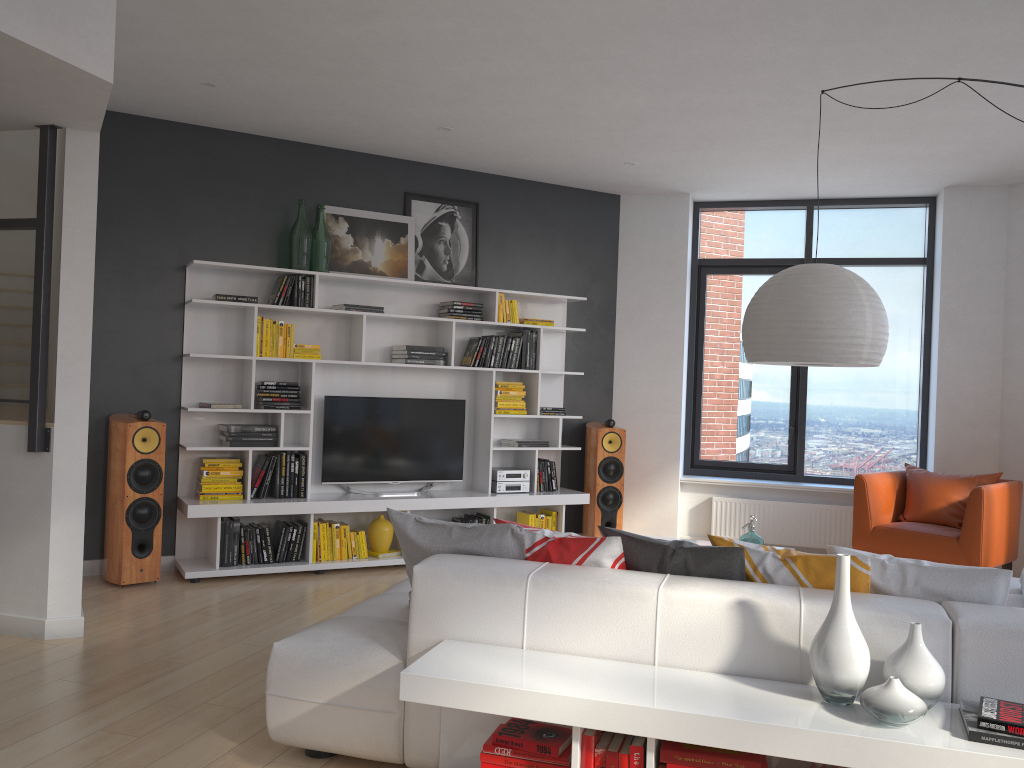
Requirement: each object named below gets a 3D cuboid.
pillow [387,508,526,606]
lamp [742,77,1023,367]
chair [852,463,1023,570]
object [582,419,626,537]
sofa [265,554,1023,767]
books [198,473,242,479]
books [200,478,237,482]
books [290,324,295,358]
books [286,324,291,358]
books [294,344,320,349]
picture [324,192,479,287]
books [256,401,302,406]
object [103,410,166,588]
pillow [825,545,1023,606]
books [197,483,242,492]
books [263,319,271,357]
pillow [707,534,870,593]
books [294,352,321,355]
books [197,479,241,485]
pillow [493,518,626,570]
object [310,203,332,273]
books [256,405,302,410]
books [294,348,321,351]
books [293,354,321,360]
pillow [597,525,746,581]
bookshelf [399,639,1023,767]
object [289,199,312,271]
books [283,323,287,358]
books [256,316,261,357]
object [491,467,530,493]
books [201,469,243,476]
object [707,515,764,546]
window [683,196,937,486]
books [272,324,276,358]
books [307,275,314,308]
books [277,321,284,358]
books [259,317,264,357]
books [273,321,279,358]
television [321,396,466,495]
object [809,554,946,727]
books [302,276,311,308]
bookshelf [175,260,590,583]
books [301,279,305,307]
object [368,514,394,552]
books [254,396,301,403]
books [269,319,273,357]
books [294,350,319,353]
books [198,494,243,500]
[{"bbox_3d":[1.015,0.729,3.342,2.953,0.453,0.647,2,0,4],"label":"pillow"},{"bbox_3d":[2.121,0.085,2.821,0.710,2.647,3.199,2,0,-37],"label":"lamp"},{"bbox_3d":[2.998,1.020,6.214,0.843,0.858,0.896,2,0,-41],"label":"chair"},{"bbox_3d":[0.734,0.824,7.299,0.290,1.088,0.434,2,0,-13],"label":"object"},{"bbox_3d":[1.149,1.009,3.807,3.424,0.732,2.614,2,0,17],"label":"sofa"},{"bbox_3d":[-1.959,0.616,5.944,0.251,0.019,0.180,2,0,-28],"label":"books"},{"bbox_3d":[-1.962,0.637,5.922,0.228,0.024,0.152,2,0,-24],"label":"books"},{"bbox_3d":[-1.540,-0.292,6.126,0.024,0.234,0.172,2,0,-28],"label":"books"},{"bbox_3d":[-1.561,-0.292,6.111,0.024,0.234,0.172,2,0,-28],"label":"books"},{"bbox_3d":[-1.447,-0.260,6.175,0.186,0.026,0.138,2,0,-28],"label":"books"},{"bbox_3d":[-0.823,-1.096,6.650,1.279,0.707,0.076,2,0,-28],"label":"picture"},{"bbox_3d":[-1.599,0.135,6.083,0.270,0.025,0.189,2,0,-29],"label":"books"},{"bbox_3d":[-2.409,0.700,5.608,0.290,1.088,0.434,2,0,-43],"label":"object"},{"bbox_3d":[1.934,0.766,3.550,0.580,0.456,2.156,2,0,43],"label":"pillow"},{"bbox_3d":[-1.956,0.686,5.934,0.255,0.044,0.198,2,0,-28],"label":"books"},{"bbox_3d":[-1.695,-0.308,6.043,0.044,0.255,0.198,2,0,-28],"label":"books"},{"bbox_3d":[1.672,0.774,3.367,2.095,0.440,0.630,2,0,-26],"label":"pillow"},{"bbox_3d":[-1.442,-0.210,6.169,0.196,0.011,0.148,2,0,-28],"label":"books"},{"bbox_3d":[-1.964,0.656,5.945,0.263,0.015,0.198,2,0,-25],"label":"books"},{"bbox_3d":[1.012,0.758,2.997,2.250,0.449,0.575,2,0,14],"label":"pillow"},{"bbox_3d":[-1.350,-1.021,6.250,0.157,0.507,0.157,2,0,-15],"label":"object"},{"bbox_3d":[-1.600,0.160,6.081,0.263,0.026,0.189,2,0,-30],"label":"books"},{"bbox_3d":[-1.438,-0.240,6.166,0.187,0.014,0.134,2,0,-28],"label":"books"},{"bbox_3d":[-1.442,-0.188,6.165,0.190,0.033,0.147,2,0,-28],"label":"books"},{"bbox_3d":[1.328,0.744,2.911,2.120,0.436,0.608,2,0,12],"label":"pillow"},{"bbox_3d":[0.969,1.115,2.310,2.600,0.500,0.356,2,0,17],"label":"bookshelf"},{"bbox_3d":[-1.460,-1.025,6.126,0.157,0.507,0.157,2,0,-15],"label":"object"},{"bbox_3d":[-1.584,-0.296,6.102,0.023,0.239,0.169,2,0,-28],"label":"books"},{"bbox_3d":[-1.743,-0.317,6.001,0.029,0.270,0.204,2,0,-28],"label":"books"},{"bbox_3d":[-0.047,0.750,6.923,0.285,0.174,0.270,2,0,-28],"label":"object"},{"bbox_3d":[-1.947,0.590,5.948,0.250,0.035,0.185,2,0,-25],"label":"books"},{"bbox_3d":[1.141,0.798,4.552,0.330,0.265,0.330,2,0,41],"label":"object"},{"bbox_3d":[2.508,-0.366,7.590,1.960,2.402,0.170,2,0,17],"label":"window"},{"bbox_3d":[-1.644,-0.291,6.049,0.024,0.229,0.156,2,0,-29],"label":"books"},{"bbox_3d":[-1.414,-0.635,6.166,0.019,0.230,0.174,2,0,-28],"label":"books"},{"bbox_3d":[-1.609,-0.302,6.086,0.035,0.250,0.185,2,0,-28],"label":"books"},{"bbox_3d":[-1.723,-0.317,6.021,0.025,0.270,0.213,2,0,-28],"label":"books"},{"bbox_3d":[-1.633,-0.304,6.075,0.019,0.251,0.180,2,0,-28],"label":"books"},{"bbox_3d":[-0.860,0.453,6.547,1.102,0.704,0.207,2,0,-28],"label":"television"},{"bbox_3d":[0.971,0.666,2.377,0.316,0.398,0.319,2,0,41],"label":"object"},{"bbox_3d":[-1.443,-0.629,6.159,0.038,0.218,0.169,2,0,-28],"label":"books"},{"bbox_3d":[-0.795,0.281,6.455,3.000,2.052,0.455,2,0,-28],"label":"bookshelf"},{"bbox_3d":[-1.468,-0.622,6.144,0.021,0.200,0.147,2,0,-28],"label":"books"},{"bbox_3d":[-0.939,1.064,6.343,0.185,0.257,0.185,2,0,39],"label":"object"},{"bbox_3d":[-1.613,0.106,6.096,0.266,0.030,0.209,2,0,-30],"label":"books"},{"bbox_3d":[-1.669,-0.309,6.059,0.015,0.263,0.199,2,0,-28],"label":"books"},{"bbox_3d":[-1.437,-0.224,6.149,0.169,0.018,0.113,2,0,-27],"label":"books"},{"bbox_3d":[-1.950,0.748,5.922,0.270,0.029,0.204,2,0,-23],"label":"books"}]
